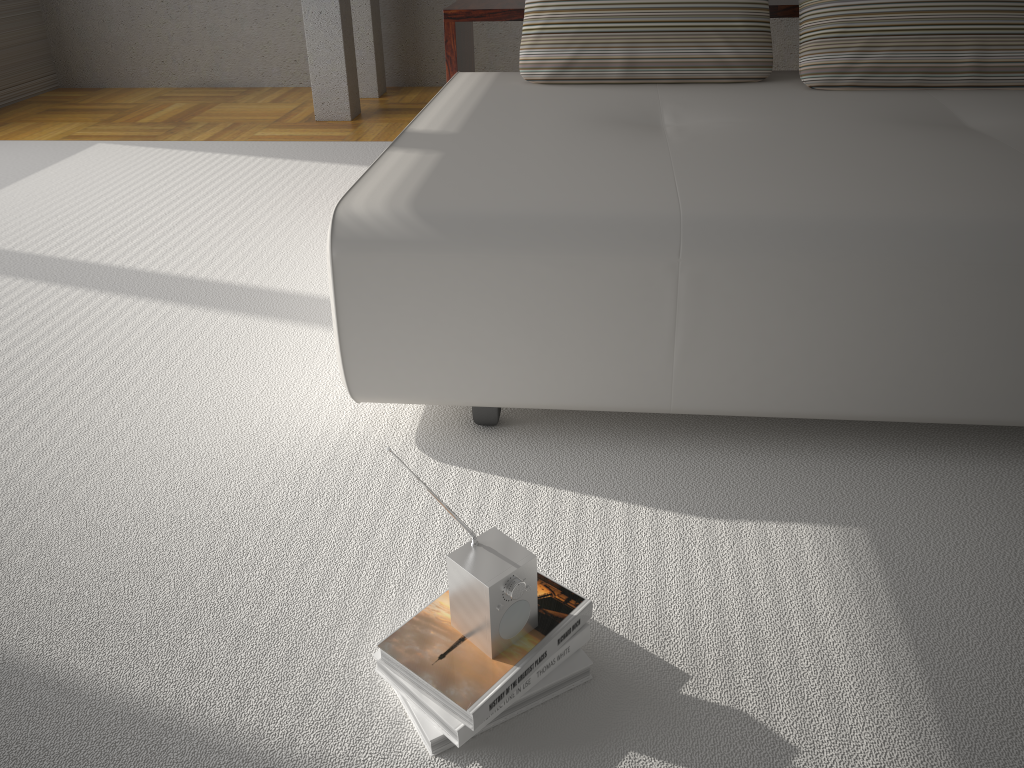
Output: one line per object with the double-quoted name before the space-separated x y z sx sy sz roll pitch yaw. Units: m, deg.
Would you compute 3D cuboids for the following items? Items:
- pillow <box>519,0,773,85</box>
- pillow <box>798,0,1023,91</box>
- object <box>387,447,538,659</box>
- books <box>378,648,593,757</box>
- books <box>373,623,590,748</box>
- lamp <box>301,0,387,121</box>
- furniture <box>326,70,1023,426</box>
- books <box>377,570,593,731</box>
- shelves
"pillow" 0.430 -1.300 2.834 0.801 0.591 0.506 1 27 6
"pillow" 1.276 -1.202 2.714 0.807 0.501 0.596 2 28 7
"object" -0.065 0.210 1.183 0.188 0.355 0.091 -24 34 -37
"books" -0.041 0.420 1.329 0.267 0.031 0.193 -16 32 -25
"books" -0.042 0.392 1.315 0.269 0.031 0.192 -26 37 -37
"lamp" -0.936 -2.345 4.743 0.200 1.639 0.823 1 27 6
"furniture" 0.789 -0.460 2.399 2.169 0.506 1.664 2 29 6
"books" -0.036 0.363 1.302 0.191 0.031 0.270 21 36 35
"shelves" 0.910 -1.038 3.250 2.251 0.694 0.413 2 27 6
